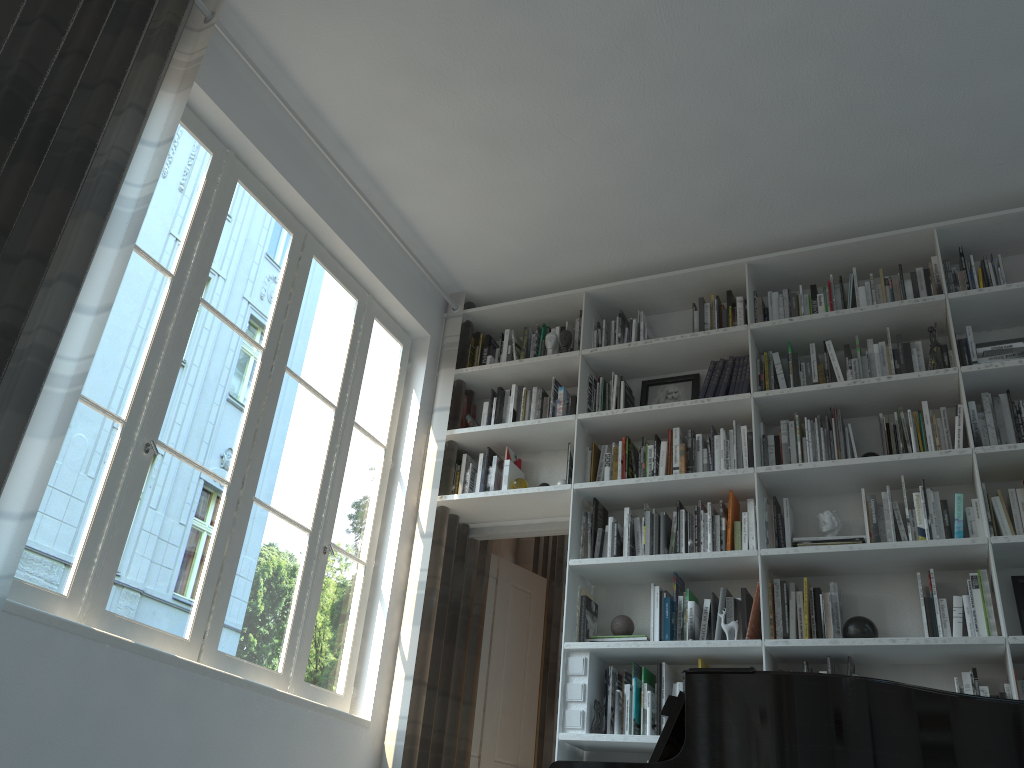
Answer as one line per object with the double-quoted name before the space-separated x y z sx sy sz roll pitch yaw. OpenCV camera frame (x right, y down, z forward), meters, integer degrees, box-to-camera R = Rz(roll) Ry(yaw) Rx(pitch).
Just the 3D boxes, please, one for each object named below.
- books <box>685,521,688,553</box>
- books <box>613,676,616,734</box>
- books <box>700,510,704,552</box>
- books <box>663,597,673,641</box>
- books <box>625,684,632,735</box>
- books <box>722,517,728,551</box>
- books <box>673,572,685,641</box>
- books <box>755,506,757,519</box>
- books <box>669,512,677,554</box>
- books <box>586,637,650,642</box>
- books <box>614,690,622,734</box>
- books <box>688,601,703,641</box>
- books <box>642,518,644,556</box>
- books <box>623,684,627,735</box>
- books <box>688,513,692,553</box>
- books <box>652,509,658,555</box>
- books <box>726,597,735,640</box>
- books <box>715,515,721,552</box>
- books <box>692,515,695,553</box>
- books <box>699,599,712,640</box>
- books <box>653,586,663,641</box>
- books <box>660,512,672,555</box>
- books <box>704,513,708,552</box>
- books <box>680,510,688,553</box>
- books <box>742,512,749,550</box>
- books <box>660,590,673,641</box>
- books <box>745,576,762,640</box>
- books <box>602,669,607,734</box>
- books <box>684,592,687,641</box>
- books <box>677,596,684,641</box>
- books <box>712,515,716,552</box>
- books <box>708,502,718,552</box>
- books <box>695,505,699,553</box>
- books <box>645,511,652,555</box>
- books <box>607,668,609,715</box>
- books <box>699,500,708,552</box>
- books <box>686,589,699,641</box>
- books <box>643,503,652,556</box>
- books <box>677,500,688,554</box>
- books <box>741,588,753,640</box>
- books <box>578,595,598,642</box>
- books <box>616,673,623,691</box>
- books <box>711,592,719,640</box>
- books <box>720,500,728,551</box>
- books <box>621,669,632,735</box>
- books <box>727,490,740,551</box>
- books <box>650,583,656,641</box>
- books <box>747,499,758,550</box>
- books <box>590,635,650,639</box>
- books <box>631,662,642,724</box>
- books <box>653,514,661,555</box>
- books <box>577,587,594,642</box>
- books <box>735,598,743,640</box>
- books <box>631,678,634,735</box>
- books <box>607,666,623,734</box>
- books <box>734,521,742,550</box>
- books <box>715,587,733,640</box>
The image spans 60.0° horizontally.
"books" 0.807 0.736 3.989 0.021 0.204 0.130 -8 -31 23
"books" 0.463 1.393 3.779 0.022 0.256 0.142 -8 -31 23
"books" 0.869 0.709 3.977 0.011 0.250 0.140 -8 -31 23
"books" 0.693 1.049 3.821 0.029 0.207 0.190 -8 -32 23
"books" 0.513 1.392 3.726 0.015 0.215 0.181 -8 -31 23
"books" 0.955 0.712 3.916 0.013 0.202 0.162 -8 -31 23
"books" 0.730 1.007 3.869 0.011 0.334 0.154 -8 -31 23
"books" 1.096 0.674 3.878 0.036 0.256 0.123 -8 -31 24
"books" 0.750 0.726 4.034 0.048 0.255 0.142 -8 -31 24
"books" 0.487 1.144 3.904 0.285 0.012 0.160 -10 -33 27
"books" 0.470 1.402 3.724 0.019 0.188 0.194 -8 -32 23
"books" 0.787 1.044 3.777 0.029 0.189 0.189 -8 -32 23
"books" 0.624 0.747 4.067 0.014 0.228 0.149 -8 -31 23
"books" 0.505 1.399 3.742 0.015 0.217 0.177 -8 -31 23
"books" 0.818 0.717 3.977 0.013 0.228 0.177 -8 -31 23
"books" 0.669 0.727 4.065 0.011 0.269 0.158 -8 -31 23
"books" 0.937 1.021 3.726 0.030 0.206 0.173 -8 -31 23
"books" 0.931 0.713 3.941 0.021 0.219 0.149 -8 -31 23
"books" 0.834 0.721 3.981 0.013 0.226 0.152 -8 -31 23
"books" 0.840 1.044 3.791 0.056 0.213 0.143 -8 -31 24
"books" 0.652 1.039 3.876 0.024 0.271 0.151 -8 -31 23
"books" 0.711 0.728 4.031 0.023 0.241 0.185 -8 -31 23
"books" 0.890 0.715 3.975 0.028 0.241 0.132 -8 -31 24
"books" 0.790 0.716 4.010 0.021 0.255 0.156 -8 -31 23
"books" 1.036 0.694 3.889 0.031 0.222 0.145 -8 -31 23
"books" 0.679 1.046 3.867 0.031 0.254 0.144 -8 -31 24
"books" 1.023 0.965 3.680 0.082 0.275 0.229 -8 -32 24
"books" 0.423 1.387 3.804 0.008 0.283 0.160 -8 -31 23
"books" 0.769 1.038 3.829 0.022 0.247 0.129 -8 -31 23
"books" 0.747 1.052 3.841 0.031 0.230 0.148 -8 -31 23
"books" 0.914 0.715 3.943 0.012 0.216 0.161 -8 -31 23
"books" 0.899 0.685 3.951 0.015 0.273 0.158 -8 -31 23
"books" 0.846 0.698 3.983 0.012 0.271 0.146 -8 -31 23
"books" 0.646 0.730 4.052 0.021 0.246 0.189 -8 -31 23
"books" 0.433 1.383 3.799 0.016 0.288 0.153 -8 -31 23
"books" 0.863 0.690 3.998 0.011 0.302 0.130 -8 -31 23
"books" 0.776 1.027 3.809 0.011 0.249 0.172 -8 -31 23
"books" 0.637 0.716 4.075 0.011 0.292 0.184 -8 -31 23
"books" 0.772 0.695 4.019 0.013 0.298 0.152 -8 -31 23
"books" 0.992 1.002 3.725 0.021 0.250 0.155 -8 -31 23
"books" 0.345 1.097 4.006 0.028 0.241 0.157 -8 -31 23
"books" 0.468 1.379 3.760 0.007 0.262 0.177 -8 -31 23
"books" 0.873 1.028 3.784 0.013 0.240 0.142 -8 -31 23
"books" 0.952 0.682 3.955 0.015 0.291 0.144 -8 -31 23
"books" 0.495 1.371 3.756 0.008 0.278 0.165 -8 -31 24
"books" 0.983 0.656 3.936 0.035 0.324 0.171 -8 -31 23
"books" 0.636 1.036 3.887 0.012 0.283 0.160 -8 -31 23
"books" 1.068 0.665 3.897 0.027 0.284 0.148 -8 -31 23
"books" 0.491 1.137 3.915 0.254 0.012 0.161 -9 -32 24
"books" 0.531 1.352 3.752 0.006 0.313 0.146 -8 -31 23
"books" 0.677 0.731 4.037 0.024 0.236 0.167 -8 -31 23
"books" 0.333 1.086 4.032 0.012 0.283 0.160 -8 -31 23
"books" 0.967 1.021 3.723 0.027 0.208 0.144 -8 -31 23
"books" 0.536 1.381 3.730 0.014 0.242 0.171 -8 -31 23
"books" 0.444 1.375 3.789 0.014 0.293 0.172 -8 -31 23
"books" 1.007 0.715 3.892 0.030 0.182 0.152 -8 -31 23
"books" 0.901 1.010 3.761 0.060 0.254 0.159 -8 -31 24
